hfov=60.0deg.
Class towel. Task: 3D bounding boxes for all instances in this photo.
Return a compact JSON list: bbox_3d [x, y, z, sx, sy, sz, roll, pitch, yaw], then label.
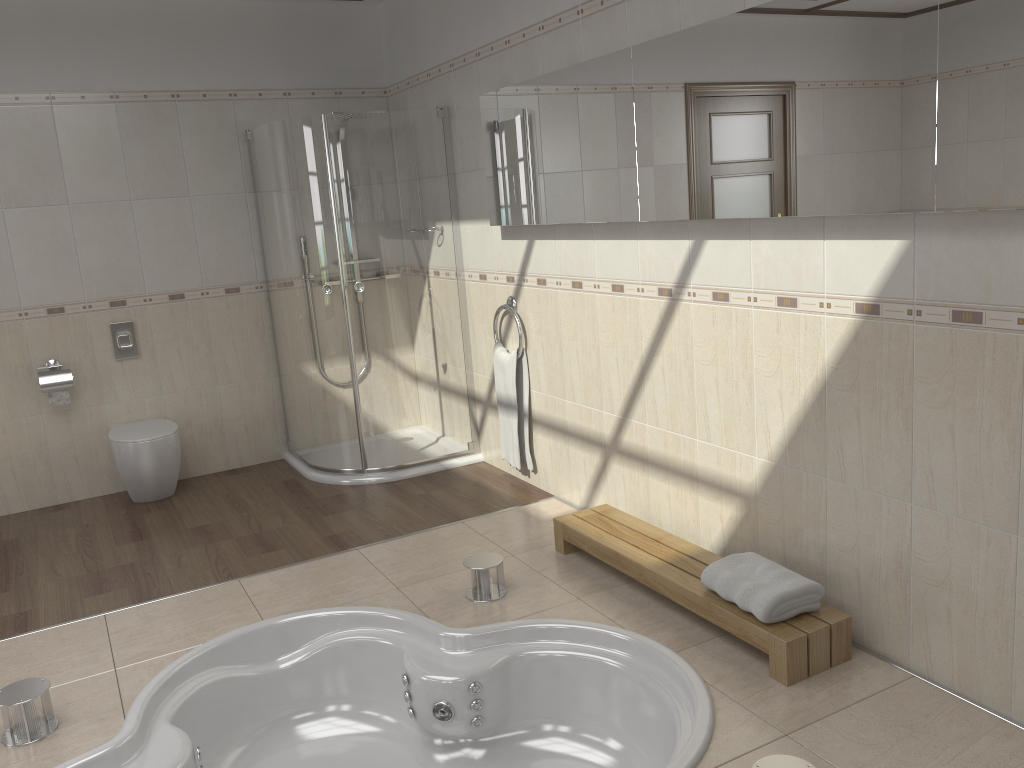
[{"bbox_3d":[0.765,0.621,2.746,0.233,0.099,0.331,-9,13,-22],"label":"towel"},{"bbox_3d":[0.003,0.110,4.424,0.083,0.635,0.280,-10,13,-26],"label":"towel"}]

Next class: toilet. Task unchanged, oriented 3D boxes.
[{"bbox_3d":[-1.941,0.427,4.738,0.337,0.388,0.519,-11,13,-27],"label":"toilet"}]

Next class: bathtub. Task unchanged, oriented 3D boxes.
[{"bbox_3d":[-0.376,1.312,2.351,1.754,0.674,1.751,-1,12,17],"label":"bathtub"}]

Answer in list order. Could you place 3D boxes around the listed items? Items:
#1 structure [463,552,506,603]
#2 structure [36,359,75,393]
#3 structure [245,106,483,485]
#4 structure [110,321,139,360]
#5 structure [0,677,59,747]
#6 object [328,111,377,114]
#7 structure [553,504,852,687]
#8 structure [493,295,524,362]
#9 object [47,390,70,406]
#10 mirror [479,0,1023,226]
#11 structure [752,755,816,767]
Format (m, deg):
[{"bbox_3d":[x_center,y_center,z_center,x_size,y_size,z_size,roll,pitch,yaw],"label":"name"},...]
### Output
[{"bbox_3d":[-0.101,0.710,3.263,0.150,0.131,0.150,-13,15,-37],"label":"structure"},{"bbox_3d":[-2.381,-0.046,4.631,0.170,0.151,0.154,-11,13,-27],"label":"structure"},{"bbox_3d":[-0.842,-0.494,4.961,0.900,1.917,0.900,-11,13,-27],"label":"structure"},{"bbox_3d":[-2.110,-0.237,4.829,0.120,0.200,0.010,-11,13,-27],"label":"structure"},{"bbox_3d":[-1.419,0.956,2.590,0.150,0.131,0.150,2,13,27],"label":"structure"},{"bbox_3d":[-0.910,-0.750,5.181,0.575,1.578,0.385,-11,13,-27],"label":"object"},{"bbox_3d":[0.588,0.681,3.117,0.260,0.140,1.280,-11,13,-27],"label":"structure"},{"bbox_3d":[-0.011,-0.268,4.364,0.051,0.332,0.291,-11,13,-27],"label":"structure"},{"bbox_3d":[-2.370,0.029,4.622,0.098,0.151,0.090,-11,13,-27],"label":"object"},{"bbox_3d":[0.722,-0.794,2.614,0.005,0.600,3.600,-11,13,-27],"label":"mirror"},{"bbox_3d":[0.606,0.922,1.958,0.150,0.131,0.150,-8,12,-17],"label":"structure"}]
